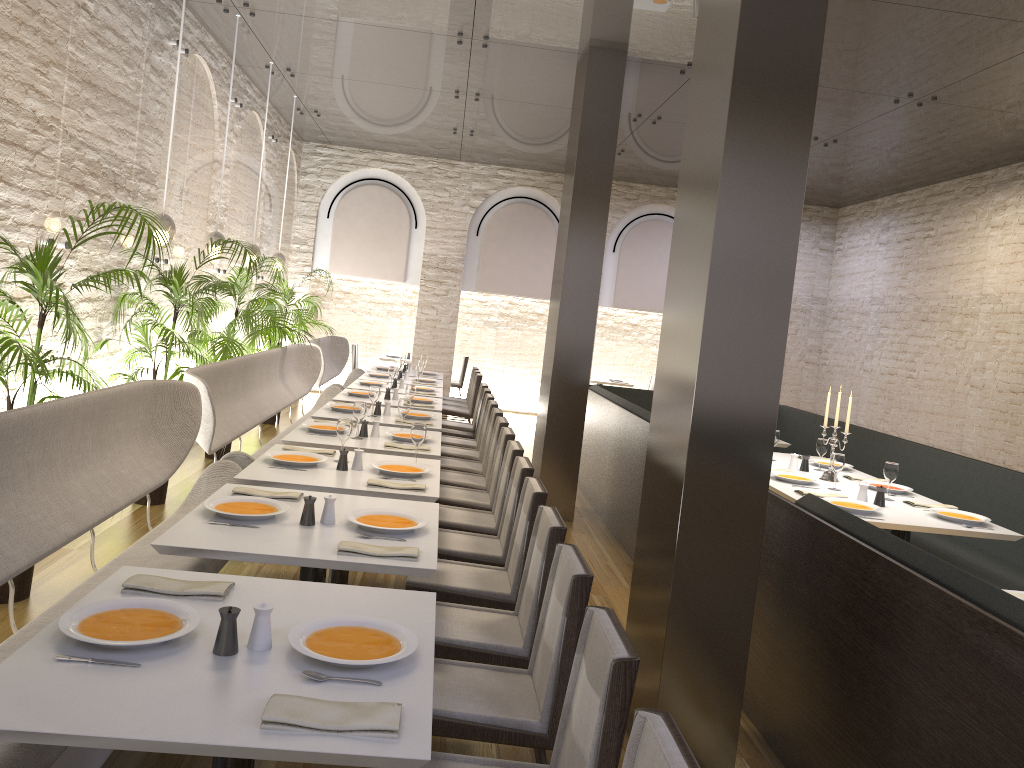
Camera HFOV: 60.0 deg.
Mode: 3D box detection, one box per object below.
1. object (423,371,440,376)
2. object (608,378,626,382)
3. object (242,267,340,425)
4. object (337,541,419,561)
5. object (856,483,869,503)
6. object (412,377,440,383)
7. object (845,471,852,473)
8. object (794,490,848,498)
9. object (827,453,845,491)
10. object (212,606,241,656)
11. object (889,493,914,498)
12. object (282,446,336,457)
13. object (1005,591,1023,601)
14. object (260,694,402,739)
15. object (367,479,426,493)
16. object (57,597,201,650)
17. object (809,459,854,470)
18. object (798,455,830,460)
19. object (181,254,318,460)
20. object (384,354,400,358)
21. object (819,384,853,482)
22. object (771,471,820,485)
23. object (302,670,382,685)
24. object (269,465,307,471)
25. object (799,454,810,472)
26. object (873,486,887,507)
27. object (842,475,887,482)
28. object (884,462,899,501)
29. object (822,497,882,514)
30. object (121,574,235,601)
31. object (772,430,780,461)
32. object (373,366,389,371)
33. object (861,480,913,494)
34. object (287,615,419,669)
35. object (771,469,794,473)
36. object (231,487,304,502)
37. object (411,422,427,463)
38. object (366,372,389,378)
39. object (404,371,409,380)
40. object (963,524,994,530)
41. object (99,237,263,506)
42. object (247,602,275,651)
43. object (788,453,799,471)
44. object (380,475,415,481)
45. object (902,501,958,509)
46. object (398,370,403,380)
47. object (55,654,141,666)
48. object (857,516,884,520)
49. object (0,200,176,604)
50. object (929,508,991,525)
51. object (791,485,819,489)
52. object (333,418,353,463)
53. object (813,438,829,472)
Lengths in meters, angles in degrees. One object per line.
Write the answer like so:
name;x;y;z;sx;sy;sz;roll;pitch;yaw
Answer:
object;-1.086;-0.137;11.400;0.322;0.036;0.321;9;5;33
object;1.706;-0.061;14.501;0.322;0.036;0.321;9;5;30
object;-2.783;-0.483;10.796;1.143;1.972;1.192;5;3;-24
object;-0.462;0.576;3.080;0.273;0.033;0.143;6;4;-5
object;2.076;0.646;5.241;0.069;0.126;0.069;7;3;18
object;-1.000;-0.040;10.264;0.322;0.036;0.321;9;5;33
object;2.418;0.637;6.507;0.181;0.015;0.038;6;4;-3
object;1.852;0.664;5.315;0.273;0.033;0.143;6;4;-5
object;2.059;0.557;5.622;0.086;0.230;0.087;6;2;-5
object;-0.674;0.581;2.101;0.059;0.109;0.059;6;3;-13
object;2.482;0.710;5.651;0.181;0.015;0.038;6;4;-3
object;-1.113;0.367;4.868;0.273;0.033;0.143;6;4;-5
object;1.997;0.821;3.400;0.273;0.033;0.143;6;4;-5
object;-0.368;0.682;1.833;0.273;0.033;0.143;6;4;-5
object;-0.547;0.481;4.209;0.273;0.033;0.143;6;4;-5
object;-0.925;0.589;2.151;0.321;0.036;0.322;4;5;-27
object;2.408;0.614;6.694;0.321;0.036;0.322;6;4;-9
object;2.408;0.594;7.047;0.273;0.033;0.143;6;4;-5
object;-2.614;-0.276;8.341;1.191;1.972;1.144;8;3;36
object;-1.900;-0.443;14.214;0.322;0.036;0.321;9;5;30
object;2.188;0.327;6.001;0.131;0.656;0.390;7;3;6
object;1.843;0.619;5.798;0.322;0.036;0.322;8;4;15
object;-0.385;0.668;2.009;0.181;0.015;0.038;6;4;-3
object;-1.096;0.412;4.343;0.185;0.010;0.017;6;4;-4
object;2.094;0.564;6.329;0.068;0.126;0.069;6;3;-11
object;2.161;0.658;5.198;0.069;0.126;0.069;8;3;27
object;2.472;0.667;6.190;0.273;0.033;0.143;6;4;-5
object;2.327;0.600;5.457;0.087;0.230;0.086;8;3;37
object;1.905;0.689;4.974;0.321;0.036;0.322;6;4;-7
object;-0.934;0.568;2.493;0.273;0.033;0.143;6;4;-5
object;1.977;0.464;6.718;0.086;0.230;0.086;7;2;7
object;-1.618;-0.193;11.359;0.322;0.036;0.321;9;5;33
object;2.472;0.686;5.846;0.322;0.036;0.322;8;4;15
object;-0.393;0.645;2.192;0.321;0.036;0.322;4;5;-27
object;1.790;0.595;6.136;0.273;0.033;0.143;6;4;-5
object;-1.028;0.463;3.740;0.273;0.033;0.143;6;4;-5
object;-0.517;0.330;4.830;0.087;0.230;0.086;8;3;37
object;-1.533;-0.097;10.223;0.322;0.036;0.321;9;5;33
object;-1.215;-0.101;10.224;0.059;0.109;0.059;8;3;31
object;2.544;0.780;4.830;0.181;0.015;0.038;6;4;-3
object;-2.461;-0.106;6.338;1.147;1.972;1.188;8;3;26
object;-0.608;0.584;2.153;0.059;0.109;0.059;6;3;-13
object;2.012;0.555;6.326;0.068;0.126;0.069;6;3;-11
object;-0.563;0.466;4.384;0.181;0.015;0.038;6;4;-3
object;2.534;0.737;5.370;0.273;0.033;0.143;6;4;-5
object;-1.281;-0.104;10.173;0.059;0.109;0.059;8;3;31
object;-0.917;0.614;1.968;0.185;0.010;0.017;6;4;-4
object;1.912;0.717;4.757;0.185;0.010;0.017;6;4;-4
object;-2.303;0.073;4.234;1.147;1.972;1.188;8;3;26
object;2.534;0.756;5.022;0.321;0.036;0.323;4;5;-29
object;1.850;0.647;5.578;0.185;0.010;0.017;6;4;-4
object;-0.894;0.298;4.696;0.087;0.230;0.086;8;3;37
object;2.252;0.516;6.451;0.086;0.230;0.086;7;2;7
